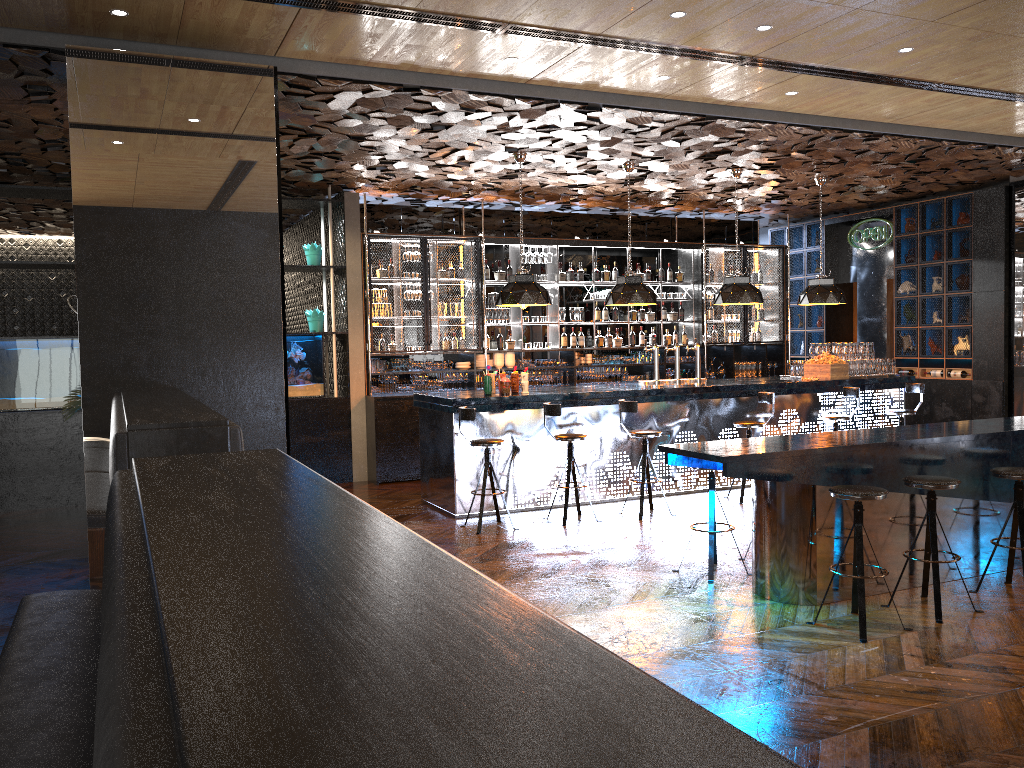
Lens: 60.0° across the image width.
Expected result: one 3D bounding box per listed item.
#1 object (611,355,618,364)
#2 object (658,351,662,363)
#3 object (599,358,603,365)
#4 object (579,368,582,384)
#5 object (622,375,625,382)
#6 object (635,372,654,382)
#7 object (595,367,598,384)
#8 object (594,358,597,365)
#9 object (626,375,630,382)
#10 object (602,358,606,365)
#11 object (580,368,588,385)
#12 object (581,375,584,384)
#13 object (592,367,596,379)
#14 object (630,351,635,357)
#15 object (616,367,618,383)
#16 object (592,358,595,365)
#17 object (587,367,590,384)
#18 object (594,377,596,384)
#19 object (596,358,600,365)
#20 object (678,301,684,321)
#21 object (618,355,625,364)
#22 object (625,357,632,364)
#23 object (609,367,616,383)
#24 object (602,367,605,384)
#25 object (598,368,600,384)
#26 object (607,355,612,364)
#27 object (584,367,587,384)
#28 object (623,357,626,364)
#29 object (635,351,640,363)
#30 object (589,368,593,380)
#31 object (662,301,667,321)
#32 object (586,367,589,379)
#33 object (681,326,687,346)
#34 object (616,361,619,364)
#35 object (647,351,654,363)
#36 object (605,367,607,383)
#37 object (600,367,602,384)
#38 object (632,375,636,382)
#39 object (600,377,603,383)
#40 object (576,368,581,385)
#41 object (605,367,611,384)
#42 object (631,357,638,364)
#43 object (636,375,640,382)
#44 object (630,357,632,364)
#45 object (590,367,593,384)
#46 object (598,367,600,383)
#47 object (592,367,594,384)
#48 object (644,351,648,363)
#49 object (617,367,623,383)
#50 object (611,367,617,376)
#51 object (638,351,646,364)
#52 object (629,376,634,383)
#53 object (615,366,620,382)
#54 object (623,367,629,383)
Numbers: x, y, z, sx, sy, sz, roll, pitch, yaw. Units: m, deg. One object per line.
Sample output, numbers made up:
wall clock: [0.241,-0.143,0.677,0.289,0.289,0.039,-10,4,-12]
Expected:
object: [1.462,-0.344,12.628,0.100,0.125,0.100,-1,3,15]
object: [2.122,-0.393,12.864,0.101,0.172,0.115,-1,3,6]
object: [1.254,-0.320,12.497,0.058,0.099,0.067,0,3,21]
object: [0.965,-0.110,12.555,0.108,0.227,0.108,0,3,30]
object: [1.634,-0.079,12.946,0.067,0.100,0.067,-3,3,-32]
object: [1.960,-0.106,12.967,0.356,0.134,0.206,-2,3,-17]
object: [1.201,-0.118,12.576,0.049,0.231,0.049,-2,3,-15]
object: [1.205,-0.326,12.655,0.058,0.099,0.067,-2,3,-21]
object: [1.688,-0.076,12.848,0.067,0.100,0.067,-3,3,-32]
object: [1.293,-0.324,12.557,0.067,0.099,0.058,-1,3,12]
object: [1.011,-0.106,12.445,0.108,0.227,0.108,1,3,36]
object: [1.010,-0.121,12.693,0.058,0.234,0.058,-2,3,-21]
object: [1.156,-0.115,12.503,0.058,0.234,0.058,-2,3,-21]
object: [1.773,-0.391,12.975,0.115,0.172,0.101,-4,4,-39]
object: [1.530,-0.135,12.798,0.091,0.229,0.091,-3,3,-31]
object: [1.175,-0.329,12.717,0.058,0.099,0.067,0,3,26]
object: [1.092,-0.122,12.676,0.058,0.234,0.058,1,4,43]
object: [1.183,-0.121,12.635,0.049,0.231,0.049,-1,3,13]
object: [1.224,-0.322,12.558,0.058,0.099,0.067,1,3,36]
object: [2.537,-1.089,13.287,0.086,0.299,0.086,0,3,25]
object: [1.563,-0.349,12.675,0.108,0.126,0.108,-1,3,10]
object: [1.662,-0.337,12.693,0.098,0.097,0.098,-4,4,-45]
object: [1.442,-0.131,12.761,0.091,0.229,0.091,-1,3,8]
object: [1.296,-0.119,12.545,0.049,0.231,0.049,-3,3,-29]
object: [1.227,-0.116,12.515,0.049,0.231,0.049,-2,3,-12]
object: [1.413,-0.348,12.740,0.100,0.125,0.100,0,3,24]
object: [1.044,-0.118,12.616,0.058,0.234,0.058,1,4,41]
object: [1.623,-0.341,12.786,0.098,0.097,0.098,-1,3,14]
object: [1.817,-0.386,12.861,0.115,0.172,0.101,-2,3,-14]
object: [1.107,-0.113,12.471,0.058,0.234,0.058,0,3,19]
object: [2.252,-1.077,13.165,0.086,0.298,0.086,0,3,25]
object: [1.075,-0.116,12.550,0.058,0.234,0.058,-1,3,-1]
object: [2.587,-0.726,13.319,0.080,0.299,0.080,-2,3,-22]
object: [1.517,-0.353,12.782,0.108,0.126,0.108,-3,3,-29]
object: [2.005,-0.388,12.803,0.115,0.172,0.101,-4,4,-39]
object: [1.355,-0.128,12.722,0.091,0.229,0.091,-1,3,-3]
object: [1.271,-0.121,12.605,0.049,0.231,0.049,-2,3,-20]
object: [1.766,-0.079,12.894,0.067,0.099,0.067,1,3,38]
object: [1.276,-0.130,12.811,0.091,0.229,0.091,-1,3,12]
object: [0.906,-0.102,12.398,0.108,0.227,0.108,-3,3,-32]
object: [1.363,-0.122,12.597,0.091,0.229,0.091,-3,3,-38]
object: [1.759,-0.341,12.730,0.098,0.097,0.098,-1,3,10]
object: [1.817,-0.075,12.781,0.067,0.099,0.067,1,3,38]
object: [1.712,-0.345,12.827,0.098,0.097,0.098,-1,3,1]
object: [1.126,-0.119,12.594,0.058,0.234,0.058,-1,3,9]
object: [1.249,-0.124,12.667,0.049,0.231,0.049,-2,3,-16]
object: [1.151,-0.123,12.692,0.049,0.231,0.049,-3,3,-34]
object: [1.948,-0.392,12.918,0.101,0.172,0.115,-1,3,6]
object: [1.540,-0.130,12.680,0.091,0.229,0.091,-1,3,3]
object: [1.455,-0.126,12.644,0.091,0.229,0.091,0,3,23]
object: [1.870,-0.382,12.753,0.115,0.172,0.101,-1,3,6]
object: [1.721,-0.071,12.740,0.067,0.100,0.067,-3,3,-32]
object: [1.539,-0.142,12.931,0.091,0.229,0.091,-3,3,-26]
object: [1.628,-0.133,12.718,0.091,0.229,0.091,1,4,38]
